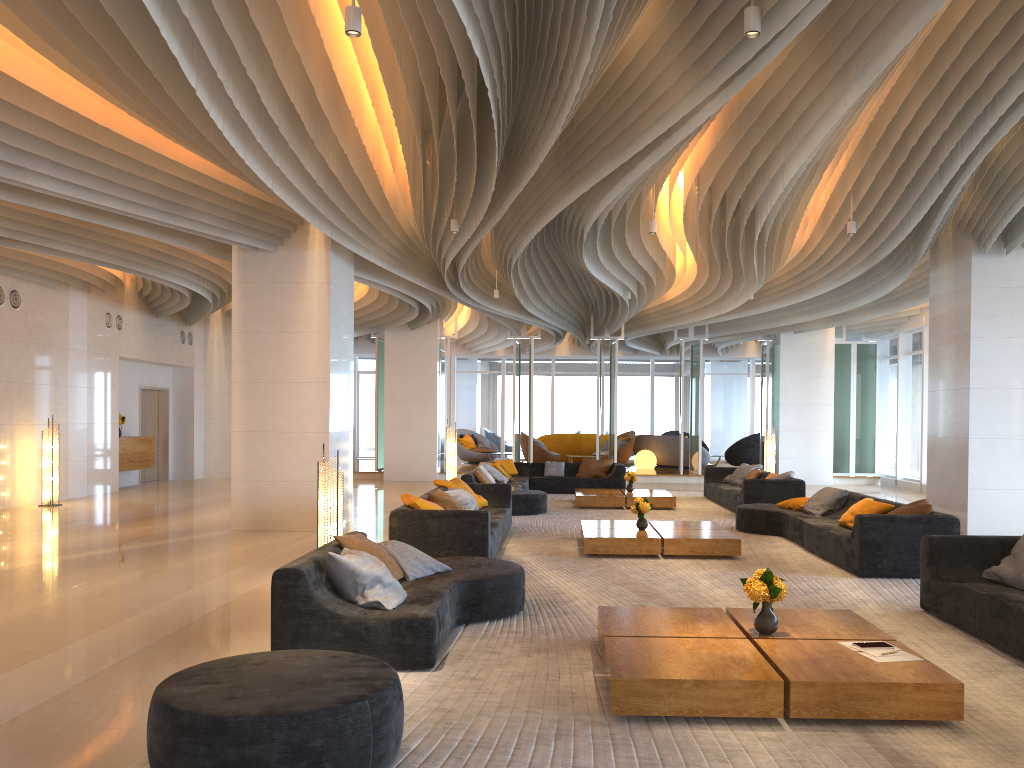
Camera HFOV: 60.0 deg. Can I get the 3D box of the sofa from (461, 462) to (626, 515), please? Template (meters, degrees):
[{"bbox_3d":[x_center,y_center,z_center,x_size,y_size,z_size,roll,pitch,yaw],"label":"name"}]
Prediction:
[{"bbox_3d":[0.712,1.743,15.612,2.821,0.653,5.097,0,-2,3],"label":"sofa"}]

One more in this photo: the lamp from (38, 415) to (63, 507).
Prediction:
[{"bbox_3d":[-7.352,1.217,14.129,0.250,1.451,0.250,1,1,2],"label":"lamp"}]

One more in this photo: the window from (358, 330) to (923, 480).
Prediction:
[{"bbox_3d":[5.960,0.129,12.097,22.507,3.221,53.607,2,-3,-32],"label":"window"}]

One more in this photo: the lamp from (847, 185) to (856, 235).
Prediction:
[{"bbox_3d":[3.741,-2.399,9.747,0.089,1.507,0.088,0,1,-7],"label":"lamp"}]

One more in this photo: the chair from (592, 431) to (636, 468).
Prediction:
[{"bbox_3d":[2.785,1.779,24.273,1.143,1.005,1.509,1,-1,-10],"label":"chair"}]

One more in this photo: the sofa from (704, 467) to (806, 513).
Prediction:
[{"bbox_3d":[3.998,1.780,14.969,0.940,0.582,3.783,0,-2,3],"label":"sofa"}]

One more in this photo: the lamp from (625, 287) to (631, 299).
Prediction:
[{"bbox_3d":[1.966,-2.189,14.963,0.090,1.507,0.087,0,1,-43],"label":"lamp"}]

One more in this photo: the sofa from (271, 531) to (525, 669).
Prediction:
[{"bbox_3d":[-0.608,1.352,6.002,1.353,0.576,2.257,0,-2,3],"label":"sofa"}]

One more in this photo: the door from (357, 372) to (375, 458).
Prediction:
[{"bbox_3d":[-4.233,1.004,28.487,1.457,2.772,0.060,1,1,1],"label":"door"}]

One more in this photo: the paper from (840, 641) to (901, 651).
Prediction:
[{"bbox_3d":[1.896,1.387,4.693,0.257,0.001,0.185,1,-2,-6],"label":"paper"}]

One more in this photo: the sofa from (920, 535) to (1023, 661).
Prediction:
[{"bbox_3d":[3.381,1.326,4.616,1.330,0.582,4.207,0,-2,10],"label":"sofa"}]

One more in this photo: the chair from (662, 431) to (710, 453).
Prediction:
[{"bbox_3d":[5.057,1.876,26.017,1.531,1.006,1.126,1,-1,-15],"label":"chair"}]

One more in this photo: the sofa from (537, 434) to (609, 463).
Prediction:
[{"bbox_3d":[1.863,1.884,25.677,2.575,0.901,1.104,1,-1,-8],"label":"sofa"}]

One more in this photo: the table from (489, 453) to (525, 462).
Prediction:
[{"bbox_3d":[-0.120,2.145,25.416,1.074,0.318,0.823,0,-2,9],"label":"table"}]

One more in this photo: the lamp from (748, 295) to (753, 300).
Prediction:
[{"bbox_3d":[4.023,-2.172,14.918,0.090,1.507,0.087,0,1,-43],"label":"lamp"}]

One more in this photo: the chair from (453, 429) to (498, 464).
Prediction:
[{"bbox_3d":[-1.075,1.815,25.929,1.545,1.006,1.116,2,-2,-45],"label":"chair"}]

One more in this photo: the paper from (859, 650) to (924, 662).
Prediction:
[{"bbox_3d":[1.916,1.378,4.489,0.258,0.001,0.185,1,-3,-11],"label":"paper"}]

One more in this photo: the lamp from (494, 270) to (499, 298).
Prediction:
[{"bbox_3d":[-0.257,-2.208,15.013,0.090,1.507,0.087,0,1,-43],"label":"lamp"}]

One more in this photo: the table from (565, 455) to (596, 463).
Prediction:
[{"bbox_3d":[1.857,2.092,23.764,0.826,0.318,1.070,1,-2,-16],"label":"table"}]

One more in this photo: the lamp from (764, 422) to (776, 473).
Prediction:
[{"bbox_3d":[4.976,1.461,17.114,0.250,1.451,0.250,1,1,2],"label":"lamp"}]

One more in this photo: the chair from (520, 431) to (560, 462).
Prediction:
[{"bbox_3d":[0.733,1.737,23.735,1.129,1.005,1.527,0,-1,10],"label":"chair"}]

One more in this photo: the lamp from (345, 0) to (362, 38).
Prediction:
[{"bbox_3d":[-0.858,-2.656,4.817,0.090,1.507,0.087,0,1,-43],"label":"lamp"}]

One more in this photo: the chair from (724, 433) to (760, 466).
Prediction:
[{"bbox_3d":[6.574,1.823,24.480,1.539,1.006,1.121,1,-1,-25],"label":"chair"}]

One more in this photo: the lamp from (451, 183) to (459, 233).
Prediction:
[{"bbox_3d":[-0.631,-2.436,9.838,0.089,1.507,0.088,0,1,-7],"label":"lamp"}]

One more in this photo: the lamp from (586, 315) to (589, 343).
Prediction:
[{"bbox_3d":[1.993,-1.826,23.320,0.088,1.507,0.089,1,1,11],"label":"lamp"}]

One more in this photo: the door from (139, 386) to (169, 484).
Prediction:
[{"bbox_3d":[-8.037,1.126,19.667,0.246,2.101,1.407,1,0,3],"label":"door"}]

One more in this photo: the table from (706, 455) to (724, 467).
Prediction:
[{"bbox_3d":[5.543,2.181,25.041,1.095,0.318,0.807,2,-2,-26],"label":"table"}]

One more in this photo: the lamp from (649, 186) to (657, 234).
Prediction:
[{"bbox_3d":[1.563,-2.417,9.797,0.090,1.507,0.088,0,1,-25],"label":"lamp"}]

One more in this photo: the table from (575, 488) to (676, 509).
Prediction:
[{"bbox_3d":[1.875,1.946,15.019,1.599,0.220,1.603,0,-2,2],"label":"table"}]

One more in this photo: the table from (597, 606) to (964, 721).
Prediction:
[{"bbox_3d":[1.300,1.500,4.847,1.599,0.220,1.603,0,-2,2],"label":"table"}]

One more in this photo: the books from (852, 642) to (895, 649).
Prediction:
[{"bbox_3d":[1.903,1.378,4.674,0.182,0.011,0.111,1,-2,-8],"label":"books"}]

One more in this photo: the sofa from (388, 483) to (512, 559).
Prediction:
[{"bbox_3d":[-0.568,1.518,9.898,0.940,0.582,3.783,0,-2,3],"label":"sofa"}]

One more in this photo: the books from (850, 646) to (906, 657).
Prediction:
[{"bbox_3d":[1.894,1.378,4.594,0.183,0.011,0.210,1,-3,-16],"label":"books"}]

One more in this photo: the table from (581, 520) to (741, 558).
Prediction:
[{"bbox_3d":[1.583,1.720,9.862,1.599,0.220,1.603,0,-2,2],"label":"table"}]

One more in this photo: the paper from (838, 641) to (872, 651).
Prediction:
[{"bbox_3d":[1.893,1.388,4.698,0.264,0.001,0.196,1,-3,-7],"label":"paper"}]

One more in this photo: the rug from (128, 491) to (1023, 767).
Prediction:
[{"bbox_3d":[1.602,1.847,10.187,5.504,0.022,16.247,0,-2,3],"label":"rug"}]

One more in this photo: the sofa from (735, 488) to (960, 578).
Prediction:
[{"bbox_3d":[3.551,1.563,10.053,1.350,0.582,4.147,0,-2,2],"label":"sofa"}]

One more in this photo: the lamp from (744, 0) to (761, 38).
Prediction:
[{"bbox_3d":[1.305,-2.638,4.779,0.090,1.507,0.087,0,1,-43],"label":"lamp"}]

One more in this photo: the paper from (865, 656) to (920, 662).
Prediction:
[{"bbox_3d":[1.916,1.379,4.489,0.261,0.001,0.189,1,-3,-11],"label":"paper"}]

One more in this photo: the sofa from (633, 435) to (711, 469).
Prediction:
[{"bbox_3d":[4.263,1.838,24.125,1.129,0.901,2.519,1,-2,-38],"label":"sofa"}]

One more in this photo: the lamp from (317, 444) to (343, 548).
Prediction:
[{"bbox_3d":[-1.571,1.117,7.673,0.250,1.198,0.250,1,1,2],"label":"lamp"}]
